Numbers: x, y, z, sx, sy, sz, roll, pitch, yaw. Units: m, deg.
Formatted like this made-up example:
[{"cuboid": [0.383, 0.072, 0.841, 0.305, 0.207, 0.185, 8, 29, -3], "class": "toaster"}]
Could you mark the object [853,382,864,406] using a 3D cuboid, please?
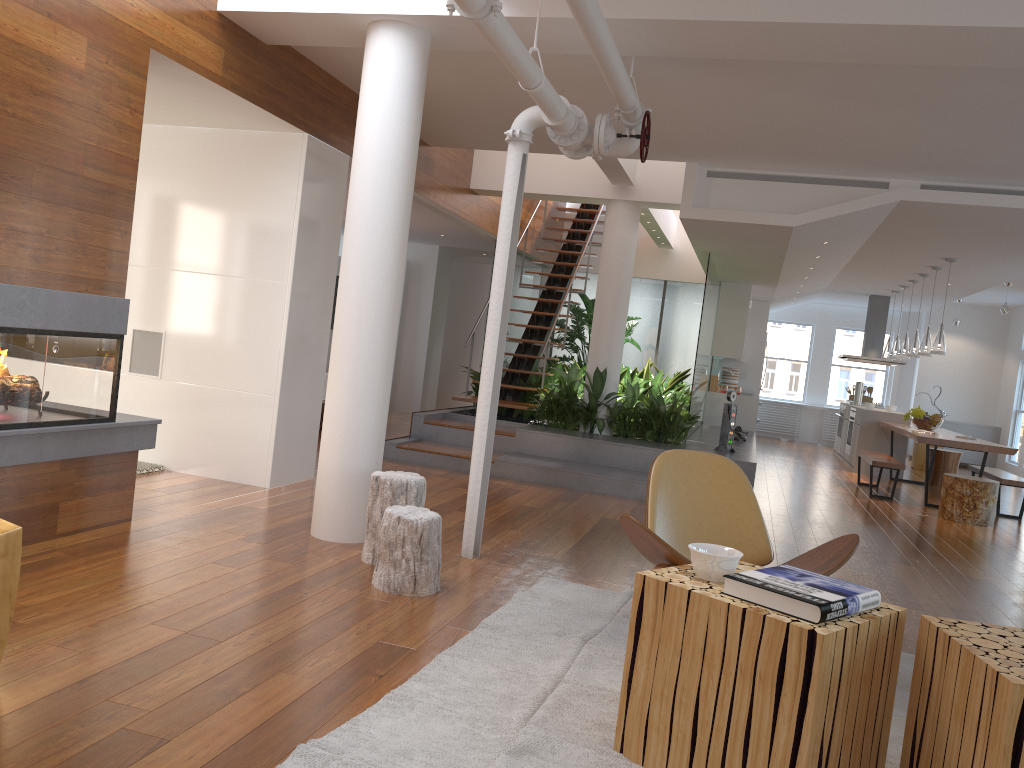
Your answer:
[{"cuboid": [5.196, 0.148, 13.259, 0.172, 0.356, 0.120, 6, 3, -27], "class": "object"}]

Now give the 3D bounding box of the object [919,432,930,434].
[{"cuboid": [4.346, 0.514, 9.366, 0.149, 0.014, 0.044, 7, 3, 14], "class": "object"}]

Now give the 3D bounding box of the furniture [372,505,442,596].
[{"cuboid": [-0.442, 0.719, 3.863, 0.294, 0.333, 0.292, 6, 3, -15], "class": "furniture"}]

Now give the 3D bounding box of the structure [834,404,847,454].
[{"cuboid": [5.341, 0.720, 13.688, 0.649, 0.735, 0.890, 8, 3, 15], "class": "structure"}]

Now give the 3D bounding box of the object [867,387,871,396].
[{"cuboid": [5.646, 0.188, 14.066, 0.068, 0.298, 0.039, 8, 3, 15], "class": "object"}]

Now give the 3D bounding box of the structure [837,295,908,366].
[{"cuboid": [5.590, -1.017, 13.587, 0.909, 1.405, 0.900, 8, 3, 15], "class": "structure"}]

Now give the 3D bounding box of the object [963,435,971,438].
[{"cuboid": [4.787, 0.560, 9.337, 0.070, 0.030, 0.079, 5, 3, -32], "class": "object"}]

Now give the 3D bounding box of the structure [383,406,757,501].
[{"cuboid": [1.116, 0.635, 9.927, 3.088, 0.386, 5.584, 8, 3, 15], "class": "structure"}]

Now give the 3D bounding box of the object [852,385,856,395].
[{"cuboid": [5.443, 0.159, 14.139, 0.055, 0.299, 0.027, 8, 3, 15], "class": "object"}]

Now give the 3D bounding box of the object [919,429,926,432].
[{"cuboid": [4.396, 0.506, 9.492, 0.070, 0.030, 0.079, 6, 3, -22], "class": "object"}]

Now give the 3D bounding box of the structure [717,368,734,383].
[{"cuboid": [3.083, 0.028, 12.923, 0.248, 0.536, 0.115, 8, 3, 15], "class": "structure"}]

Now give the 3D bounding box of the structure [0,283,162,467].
[{"cuboid": [-2.338, -0.083, 3.944, 0.844, 0.737, 1.382, 8, 3, 15], "class": "structure"}]

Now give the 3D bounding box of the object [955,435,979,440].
[{"cuboid": [4.787, 0.566, 9.337, 0.222, 0.020, 0.222, 7, 2, 7], "class": "object"}]

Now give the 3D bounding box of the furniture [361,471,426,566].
[{"cuboid": [-0.556, 0.645, 4.260, 0.290, 0.418, 0.298, 6, 3, -22], "class": "furniture"}]

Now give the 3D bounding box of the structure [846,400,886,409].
[{"cuboid": [5.435, 0.303, 13.670, 0.520, 0.073, 0.650, 8, 3, 15], "class": "structure"}]

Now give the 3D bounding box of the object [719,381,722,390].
[{"cuboid": [3.353, 0.009, 13.824, 0.284, 0.196, 0.265, 5, 3, -33], "class": "object"}]

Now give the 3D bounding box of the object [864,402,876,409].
[{"cuboid": [4.800, 0.296, 11.899, 0.152, 0.082, 0.152, 5, 3, -36], "class": "object"}]

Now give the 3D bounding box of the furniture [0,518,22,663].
[{"cuboid": [-1.680, 0.583, 2.354, 0.344, 0.430, 0.549, 9, 3, 34], "class": "furniture"}]

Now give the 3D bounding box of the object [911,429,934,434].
[{"cuboid": [4.395, 0.512, 9.492, 0.222, 0.020, 0.222, 5, 3, -34], "class": "object"}]

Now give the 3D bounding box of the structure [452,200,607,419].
[{"cuboid": [1.337, -1.467, 10.532, 2.552, 4.265, 4.591, 8, 3, 15], "class": "structure"}]

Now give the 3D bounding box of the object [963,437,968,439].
[{"cuboid": [4.772, 0.567, 9.231, 0.158, 0.017, 0.019, 7, 2, 10], "class": "object"}]

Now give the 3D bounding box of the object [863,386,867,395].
[{"cuboid": [5.584, 0.179, 14.080, 0.057, 0.299, 0.019, 8, 3, 15], "class": "object"}]

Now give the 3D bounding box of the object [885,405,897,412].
[{"cuboid": [5.007, 0.329, 11.715, 0.152, 0.082, 0.152, 6, 3, -24], "class": "object"}]

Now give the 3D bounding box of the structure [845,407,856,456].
[{"cuboid": [4.740, 0.659, 12.388, 0.072, 0.648, 0.644, 8, 3, 15], "class": "structure"}]

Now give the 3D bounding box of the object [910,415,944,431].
[{"cuboid": [4.847, 0.465, 10.379, 0.360, 0.159, 0.360, 6, 3, -22], "class": "object"}]

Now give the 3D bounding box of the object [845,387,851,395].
[{"cuboid": [5.405, 0.172, 14.147, 0.199, 0.259, 0.016, 8, 3, 25], "class": "object"}]

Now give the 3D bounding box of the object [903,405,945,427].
[{"cuboid": [4.834, 0.399, 10.397, 0.394, 0.284, 0.292, 6, 3, -21], "class": "object"}]

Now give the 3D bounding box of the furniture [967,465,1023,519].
[{"cuboid": [5.092, 1.129, 9.295, 0.316, 0.389, 1.433, 8, 3, 15], "class": "furniture"}]

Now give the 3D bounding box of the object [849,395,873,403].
[{"cuboid": [5.544, 0.253, 14.102, 0.353, 0.157, 0.084, 8, 3, 15], "class": "object"}]

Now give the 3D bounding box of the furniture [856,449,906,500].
[{"cuboid": [3.950, 0.978, 9.603, 0.316, 0.389, 1.433, 8, 3, 15], "class": "furniture"}]

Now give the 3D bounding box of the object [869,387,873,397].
[{"cuboid": [5.686, 0.193, 14.074, 0.057, 0.294, 0.030, 8, 3, 15], "class": "object"}]
